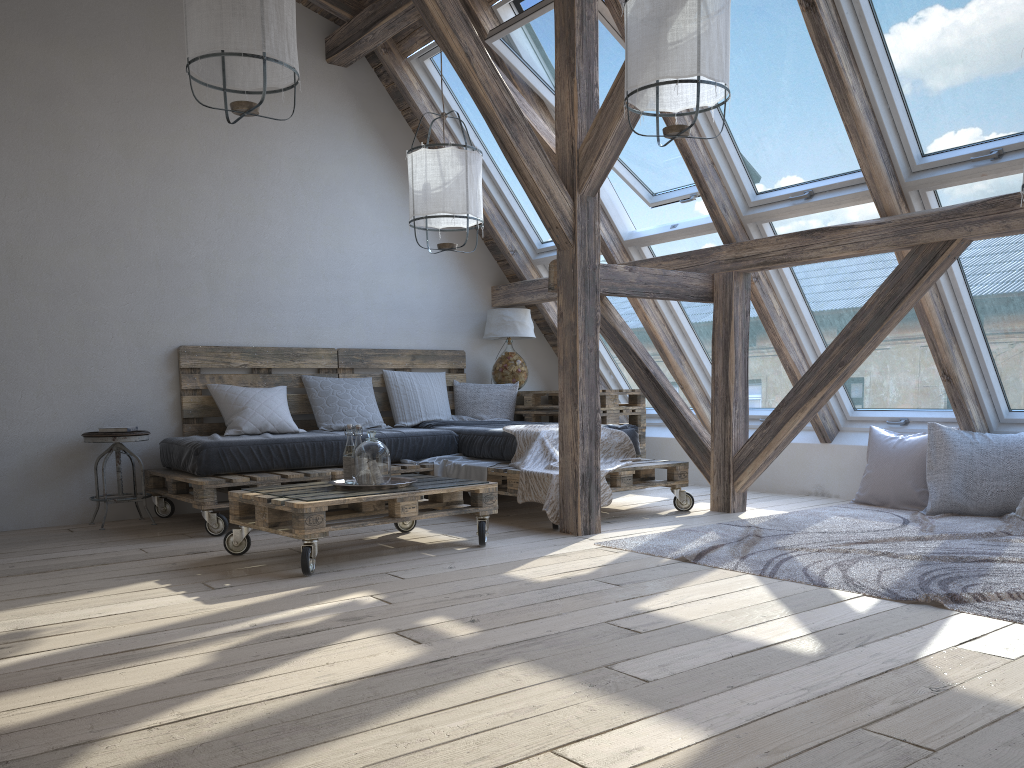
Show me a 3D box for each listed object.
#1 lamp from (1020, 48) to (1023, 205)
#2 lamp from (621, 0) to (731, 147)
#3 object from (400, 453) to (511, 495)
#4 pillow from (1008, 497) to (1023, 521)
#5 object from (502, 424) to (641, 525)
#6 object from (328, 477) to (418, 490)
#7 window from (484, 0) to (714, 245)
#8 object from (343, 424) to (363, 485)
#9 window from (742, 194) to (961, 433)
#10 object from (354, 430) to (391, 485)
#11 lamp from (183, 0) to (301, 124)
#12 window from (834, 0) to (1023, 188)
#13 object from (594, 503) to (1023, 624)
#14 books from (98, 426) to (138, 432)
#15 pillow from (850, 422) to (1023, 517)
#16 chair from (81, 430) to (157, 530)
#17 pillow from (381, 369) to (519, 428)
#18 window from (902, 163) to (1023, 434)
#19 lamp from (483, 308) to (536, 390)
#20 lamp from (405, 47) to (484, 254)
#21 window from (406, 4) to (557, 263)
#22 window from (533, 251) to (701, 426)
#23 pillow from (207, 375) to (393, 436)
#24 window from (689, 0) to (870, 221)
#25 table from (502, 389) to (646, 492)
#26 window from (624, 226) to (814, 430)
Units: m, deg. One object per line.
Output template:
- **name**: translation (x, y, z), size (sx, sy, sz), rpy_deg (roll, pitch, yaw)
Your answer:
- **lamp**: translation (1.532, -1.337, 2.173), size (0.400, 1.917, 0.402), rpy_deg (-1, 6, 4)
- **lamp**: translation (0.624, -1.607, 3.324), size (0.399, 1.319, 0.403), rpy_deg (2, 7, 29)
- **object**: translation (-0.272, 0.565, 5.248), size (0.707, 0.280, 0.502), rpy_deg (-1, 1, 37)
- **pillow**: translation (2.949, 0.416, 3.955), size (0.465, 0.568, 1.268), rpy_deg (-4, 2, -36)
- **object**: translation (0.405, 0.466, 4.792), size (0.810, 0.478, 1.002), rpy_deg (-1, 1, -7)
- **object**: translation (-0.616, 0.442, 3.920), size (0.394, 0.022, 0.392), rpy_deg (-1, -1, -17)
- **window**: translation (0.624, -1.524, 4.904), size (1.344, 1.290, 0.851), rpy_deg (-3, 5, -37)
- **object**: translation (-0.706, 0.316, 3.950), size (0.071, 0.271, 0.153), rpy_deg (-6, 7, -37)
- **window**: translation (1.957, -0.352, 4.882), size (1.091, 1.291, 0.851), rpy_deg (-4, 5, -37)
- **object**: translation (-0.606, 0.325, 3.821), size (0.156, 0.250, 0.154), rpy_deg (1, 5, 21)
- **lamp**: translation (-1.001, -1.542, 3.203), size (0.407, 1.096, 0.395), rpy_deg (-1, 6, 4)
- **window**: translation (1.699, -1.556, 3.418), size (1.091, 1.291, 0.851), rpy_deg (-4, 5, -37)
- **object**: translation (2.191, 0.664, 3.391), size (2.179, 0.057, 3.176), rpy_deg (-1, -1, -37)
- **books**: translation (-2.159, 0.249, 4.828), size (0.150, 0.021, 0.203), rpy_deg (-1, 0, -8)
- **pillow**: translation (2.370, 0.469, 4.762), size (1.130, 0.530, 0.432), rpy_deg (0, 3, 45)
- **chair**: translation (-2.173, 0.521, 4.872), size (0.352, 0.526, 0.351), rpy_deg (-4, 5, -33)
- **pillow**: translation (-0.428, 0.095, 6.147), size (0.966, 0.404, 0.384), rpy_deg (-1, 3, -21)
- **window**: translation (2.513, -0.368, 4.153), size (1.091, 1.291, 0.851), rpy_deg (-4, 5, -37)
- **lamp**: translation (-0.181, 0.116, 6.576), size (0.820, 1.299, 0.386), rpy_deg (3, 7, 38)
- **lamp**: translation (-0.361, -1.475, 4.628), size (0.400, 1.535, 0.402), rpy_deg (-1, 6, 4)
- **window**: translation (0.031, -1.508, 5.606), size (1.091, 1.291, 0.851), rpy_deg (-4, 5, -37)
- **window**: translation (0.845, -0.320, 6.340), size (1.091, 1.291, 0.851), rpy_deg (-4, 5, -37)
- **pillow**: translation (-1.285, 0.118, 5.465), size (1.125, 0.359, 0.349), rpy_deg (-1, 3, -37)
- **window**: translation (1.143, -1.540, 4.147), size (1.091, 1.291, 0.851), rpy_deg (-4, 5, -37)
- **table**: translation (0.383, 0.399, 6.397), size (0.672, 0.709, 1.012), rpy_deg (-3, 3, -37)
- **window**: translation (1.401, -0.336, 5.611), size (1.091, 1.291, 0.851), rpy_deg (-4, 5, -37)
